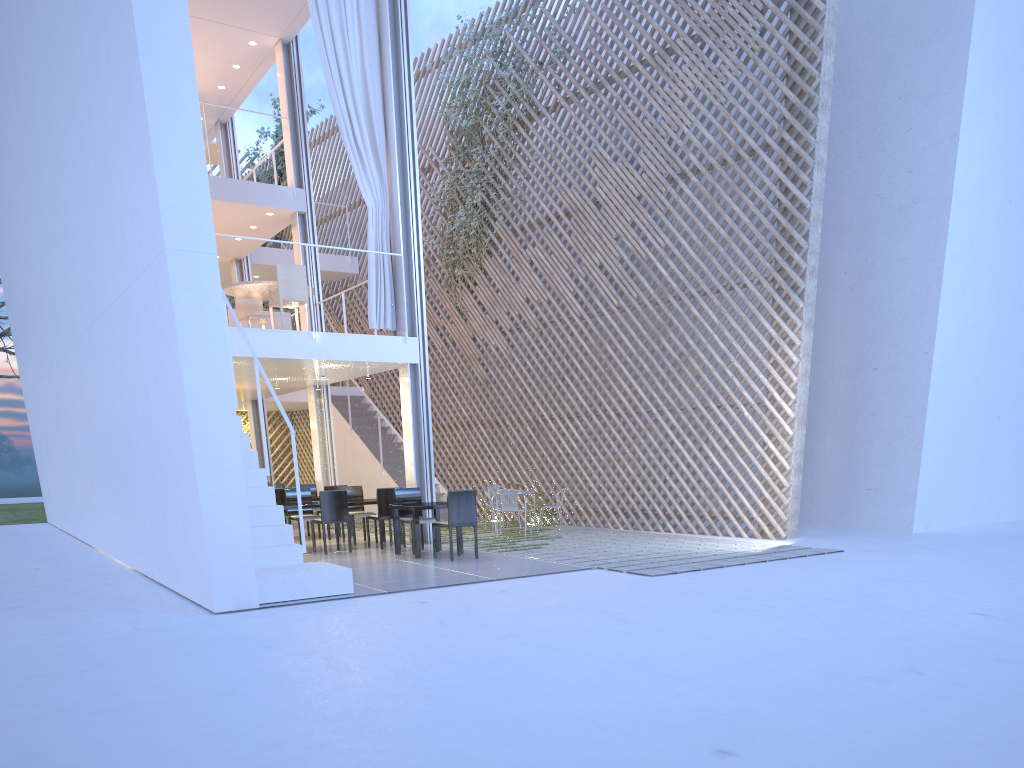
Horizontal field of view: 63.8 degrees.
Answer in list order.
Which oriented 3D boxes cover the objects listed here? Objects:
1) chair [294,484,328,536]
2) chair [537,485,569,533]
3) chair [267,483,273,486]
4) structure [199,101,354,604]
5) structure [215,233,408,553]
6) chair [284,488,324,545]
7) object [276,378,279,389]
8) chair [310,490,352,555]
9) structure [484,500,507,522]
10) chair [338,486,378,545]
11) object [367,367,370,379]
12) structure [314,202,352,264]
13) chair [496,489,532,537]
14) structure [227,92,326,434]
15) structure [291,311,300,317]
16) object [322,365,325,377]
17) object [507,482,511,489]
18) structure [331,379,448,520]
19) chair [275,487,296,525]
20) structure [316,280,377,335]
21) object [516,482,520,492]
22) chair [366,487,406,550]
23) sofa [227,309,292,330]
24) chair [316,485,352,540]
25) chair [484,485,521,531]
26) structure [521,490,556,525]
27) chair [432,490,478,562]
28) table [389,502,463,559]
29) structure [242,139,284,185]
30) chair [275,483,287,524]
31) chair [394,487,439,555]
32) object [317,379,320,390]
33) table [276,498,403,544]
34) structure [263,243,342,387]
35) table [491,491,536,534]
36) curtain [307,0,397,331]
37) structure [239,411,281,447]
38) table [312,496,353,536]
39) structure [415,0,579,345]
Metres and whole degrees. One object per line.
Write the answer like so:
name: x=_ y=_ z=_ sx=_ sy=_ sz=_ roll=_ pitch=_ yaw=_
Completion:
chair: x=-1.699 y=1.071 z=6.995 sx=0.186 sy=0.466 sz=0.227 roll=-10 pitch=14 yaw=-33
chair: x=0.338 y=1.015 z=6.703 sx=0.249 sy=0.404 sz=0.243 roll=0 pitch=10 yaw=7
chair: x=-2.424 y=1.167 z=7.887 sx=0.233 sy=0.466 sz=0.181 roll=-9 pitch=15 yaw=-34
structure: x=-1.458 y=-0.562 z=5.089 sx=1.678 sy=3.516 sz=3.543 roll=-10 pitch=9 yaw=-34
structure: x=-0.885 y=-0.004 z=4.761 sx=1.331 sy=1.900 sz=1.388 roll=-7 pitch=10 yaw=-33
chair: x=-1.501 y=0.979 z=5.991 sx=0.186 sy=0.466 sz=0.227 roll=-10 pitch=14 yaw=-33
object: x=-1.847 y=-0.004 z=6.464 sx=0.029 sy=0.084 sz=0.027 roll=-7 pitch=15 yaw=-21
chair: x=-1.244 y=0.940 z=5.613 sx=0.186 sy=0.466 sz=0.227 roll=-10 pitch=14 yaw=-33
structure: x=-0.140 y=1.211 z=7.953 sx=0.262 sy=0.276 sz=0.252 roll=-4 pitch=7 yaw=-25
chair: x=-1.158 y=0.988 z=6.202 sx=0.186 sy=0.466 sz=0.227 roll=-10 pitch=14 yaw=-33
object: x=-2.207 y=0.368 z=6.209 sx=1.639 sy=0.864 sz=1.802 roll=-1 pitch=-1 yaw=-35
structure: x=-2.242 y=-1.622 z=8.616 sx=1.119 sy=0.601 sz=0.026 roll=-1 pitch=13 yaw=-31
chair: x=0.005 y=0.998 z=6.404 sx=0.262 sy=0.404 sz=0.230 roll=1 pitch=11 yaw=12
structure: x=-3.437 y=-0.997 z=11.115 sx=1.074 sy=4.806 sz=3.187 roll=-12 pitch=14 yaw=-36
structure: x=-2.199 y=-0.309 z=7.871 sx=0.027 sy=0.586 sz=1.663 roll=-12 pitch=4 yaw=-35
object: x=-1.302 y=-0.087 z=5.663 sx=0.029 sy=0.084 sz=0.027 roll=-7 pitch=15 yaw=-21
object: x=-0.025 y=0.844 z=6.766 sx=0.031 sy=0.081 sz=0.029 roll=1 pitch=14 yaw=12
structure: x=-1.612 y=0.441 z=8.562 sx=1.140 sy=2.083 sz=1.909 roll=-11 pitch=11 yaw=-40
chair: x=-1.785 y=1.023 z=6.406 sx=0.186 sy=0.466 sz=0.227 roll=-10 pitch=14 yaw=-33
structure: x=-1.186 y=-0.464 z=6.383 sx=0.027 sy=0.586 sz=1.661 roll=-12 pitch=4 yaw=-35
object: x=0.047 y=0.827 z=6.591 sx=0.031 sy=0.081 sz=0.029 roll=1 pitch=14 yaw=12
chair: x=-0.901 y=0.949 z=5.824 sx=0.186 sy=0.466 sz=0.227 roll=-10 pitch=14 yaw=-33
sofa: x=-2.242 y=-0.346 z=6.905 sx=0.489 sy=0.388 sz=0.961 roll=-4 pitch=0 yaw=-34
chair: x=-1.441 y=1.032 z=6.617 sx=0.186 sy=0.466 sz=0.227 roll=-10 pitch=14 yaw=-33
chair: x=-0.100 y=1.054 z=7.014 sx=0.256 sy=0.404 sz=0.237 roll=-8 pitch=12 yaw=-32
structure: x=0.231 y=1.122 z=7.431 sx=0.310 sy=0.343 sz=0.284 roll=4 pitch=9 yaw=42
chair: x=-0.357 y=0.869 z=5.073 sx=0.186 sy=0.466 sz=0.227 roll=-10 pitch=14 yaw=-33
table: x=-0.551 y=0.946 z=5.352 sx=0.351 sy=0.352 sz=0.340 roll=-5 pitch=7 yaw=-33
structure: x=-2.233 y=-1.723 z=7.474 sx=0.027 sy=0.586 sz=1.663 roll=-12 pitch=4 yaw=-35
chair: x=-2.242 y=1.139 z=7.612 sx=0.234 sy=0.466 sz=0.180 roll=-8 pitch=15 yaw=-30
chair: x=-0.633 y=0.912 z=5.479 sx=0.186 sy=0.466 sz=0.227 roll=-10 pitch=14 yaw=-33
object: x=-1.566 y=0.003 z=6.637 sx=0.029 sy=0.084 sz=0.027 roll=-7 pitch=15 yaw=-21
table: x=-1.270 y=1.015 z=5.923 sx=0.900 sy=0.348 sz=0.340 roll=0 pitch=4 yaw=-32
structure: x=-2.644 y=-0.844 z=9.810 sx=0.513 sy=2.003 sz=1.217 roll=-13 pitch=15 yaw=-39
table: x=0.015 y=1.048 z=6.731 sx=0.348 sy=0.354 sz=0.329 roll=1 pitch=6 yaw=19
curtain: x=-1.030 y=-1.610 z=5.193 sx=0.496 sy=2.572 sz=0.092 roll=-11 pitch=18 yaw=-32
structure: x=-3.371 y=0.647 z=10.640 sx=1.114 sy=2.122 sz=0.276 roll=-8 pitch=16 yaw=-30
table: x=-1.783 y=1.093 z=6.675 sx=0.900 sy=0.348 sz=0.340 roll=0 pitch=4 yaw=-32
structure: x=-0.131 y=-1.811 z=7.218 sx=0.707 sy=2.895 sz=2.296 roll=-15 pitch=15 yaw=-42
